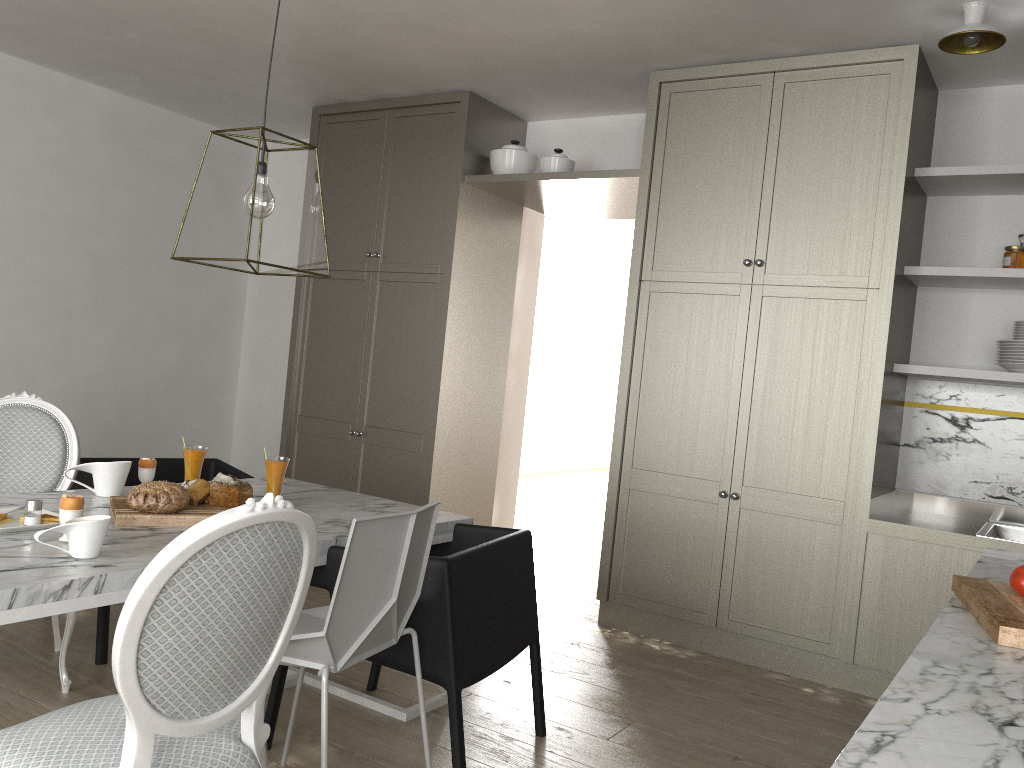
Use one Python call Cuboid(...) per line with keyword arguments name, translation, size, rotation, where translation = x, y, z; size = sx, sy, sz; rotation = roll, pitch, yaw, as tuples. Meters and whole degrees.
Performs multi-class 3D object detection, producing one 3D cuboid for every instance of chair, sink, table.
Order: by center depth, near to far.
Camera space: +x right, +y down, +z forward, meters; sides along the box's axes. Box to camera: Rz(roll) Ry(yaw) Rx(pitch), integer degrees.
Cuboid(name="chair", translation=(-0.611, 0.560, 1.519), size=(0.505, 0.833, 0.480), rotation=(6, 1, 30))
Cuboid(name="chair", translation=(-0.431, 0.620, 1.972), size=(0.439, 0.745, 0.470), rotation=(6, 1, 22))
Cuboid(name="table", translation=(-0.991, 0.636, 2.283), size=(0.870, 0.583, 1.781), rotation=(6, 1, 32))
Cuboid(name="chair", translation=(-0.253, 0.705, 2.464), size=(0.609, 0.597, 0.569), rotation=(6, 1, 22))
Cuboid(name="chair", translation=(-1.537, 0.448, 2.657), size=(0.480, 0.833, 0.505), rotation=(5, 1, -25))
Cuboid(name="sink", translation=(2.077, 0.654, 3.011), size=(0.877, 0.174, 0.475), rotation=(6, 1, 32))
Cuboid(name="chair", translation=(-1.273, 0.590, 3.203), size=(0.569, 0.597, 0.609), rotation=(5, 1, -43))

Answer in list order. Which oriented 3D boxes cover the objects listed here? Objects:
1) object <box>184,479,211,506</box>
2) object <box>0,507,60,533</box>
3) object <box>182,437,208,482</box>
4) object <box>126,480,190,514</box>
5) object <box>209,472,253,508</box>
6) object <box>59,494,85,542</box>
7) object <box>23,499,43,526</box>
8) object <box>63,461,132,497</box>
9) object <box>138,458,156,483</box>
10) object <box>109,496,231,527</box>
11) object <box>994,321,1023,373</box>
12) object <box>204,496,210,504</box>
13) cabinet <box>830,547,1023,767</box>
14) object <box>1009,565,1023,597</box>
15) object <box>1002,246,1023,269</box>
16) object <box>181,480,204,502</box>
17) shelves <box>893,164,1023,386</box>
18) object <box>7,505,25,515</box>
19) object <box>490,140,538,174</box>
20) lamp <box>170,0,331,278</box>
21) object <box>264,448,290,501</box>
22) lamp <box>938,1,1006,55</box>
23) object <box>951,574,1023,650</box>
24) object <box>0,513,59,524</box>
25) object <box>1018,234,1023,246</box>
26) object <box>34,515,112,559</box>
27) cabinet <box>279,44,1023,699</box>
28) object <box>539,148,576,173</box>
Cuboid(name="object", translation=(-0.851, 0.292, 2.394), size=(0.074, 0.067, 0.079), rotation=(6, 1, 4))
Cuboid(name="object", translation=(-1.175, 0.320, 2.088), size=(0.212, 0.014, 0.212), rotation=(6, 1, 32))
Cuboid(name="object", translation=(-0.919, 0.250, 2.555), size=(0.071, 0.188, 0.071), rotation=(5, 1, -37))
Cuboid(name="object", translation=(-0.903, 0.285, 2.268), size=(0.151, 0.075, 0.157), rotation=(5, 1, -22))
Cuboid(name="object", translation=(-0.765, 0.291, 2.428), size=(0.090, 0.087, 0.086), rotation=(6, 1, 10))
Cuboid(name="object", translation=(-0.978, 0.295, 1.966), size=(0.050, 0.101, 0.050), rotation=(7, 1, 39))
Cuboid(name="object", translation=(-1.118, 0.300, 2.070), size=(0.036, 0.060, 0.036), rotation=(5, 1, -17))
Cuboid(name="object", translation=(-1.179, 0.267, 2.530), size=(0.170, 0.105, 0.110), rotation=(5, 1, -37))
Cuboid(name="object", translation=(-1.100, 0.271, 2.669), size=(0.050, 0.101, 0.050), rotation=(6, 1, 28))
Cuboid(name="object", translation=(-0.867, 0.339, 2.363), size=(0.360, 0.031, 0.260), rotation=(5, 1, -28))
Cuboid(name="object", translation=(1.937, -0.125, 3.240), size=(0.306, 0.195, 0.300), rotation=(6, 1, 29))
Cuboid(name="object", translation=(-0.846, 0.296, 2.453), size=(0.072, 0.057, 0.083), rotation=(6, 1, 8))
Cuboid(name="cabinet", translation=(0.938, 0.777, 1.090), size=(0.870, 0.721, 2.360), rotation=(6, 1, 32))
Cuboid(name="object", translation=(0.918, 0.339, 1.480), size=(0.135, 0.079, 0.194), rotation=(6, 1, 21))
Cuboid(name="object", translation=(1.875, -0.460, 3.308), size=(0.078, 0.101, 0.078), rotation=(6, 1, -12))
Cuboid(name="object", translation=(-0.874, 0.295, 2.446), size=(0.073, 0.055, 0.083), rotation=(6, 1, 9))
Cuboid(name="shelves", translation=(2.143, -0.362, 3.152), size=(1.339, 0.775, 0.352), rotation=(6, 1, 32))
Cuboid(name="object", translation=(-1.215, 0.312, 2.158), size=(0.032, 0.013, 0.132), rotation=(6, 1, 7))
Cuboid(name="object", translation=(0.006, -1.096, 4.386), size=(0.241, 0.214, 0.243), rotation=(6, 1, 37))
Cuboid(name="lamp", translation=(-0.670, -0.873, 2.466), size=(0.584, 1.108, 0.584), rotation=(5, 1, -43))
Cuboid(name="object", translation=(-0.666, 0.276, 2.489), size=(0.071, 0.188, 0.071), rotation=(5, 1, -37))
Cuboid(name="lamp", translation=(1.488, -1.155, 2.860), size=(0.197, 0.130, 0.197), rotation=(5, 1, -23))
Cuboid(name="object", translation=(0.923, 0.392, 1.470), size=(0.290, 0.030, 0.400), rotation=(6, 1, 17))
Cuboid(name="object", translation=(-1.166, 0.318, 2.084), size=(0.197, 0.014, 0.068), rotation=(5, 1, -30))
Cuboid(name="object", translation=(1.936, -0.490, 3.346), size=(0.059, 0.172, 0.059), rotation=(6, 1, 5))
Cuboid(name="object", translation=(-0.900, 0.317, 1.831), size=(0.089, 0.085, 0.138), rotation=(6, 1, 28))
Cuboid(name="cabinet", translation=(1.328, -0.054, 3.789), size=(5.433, 2.377, 0.947), rotation=(6, 1, 32))
Cuboid(name="object", translation=(0.216, -1.046, 4.251), size=(0.174, 0.161, 0.176), rotation=(6, 1, 37))
